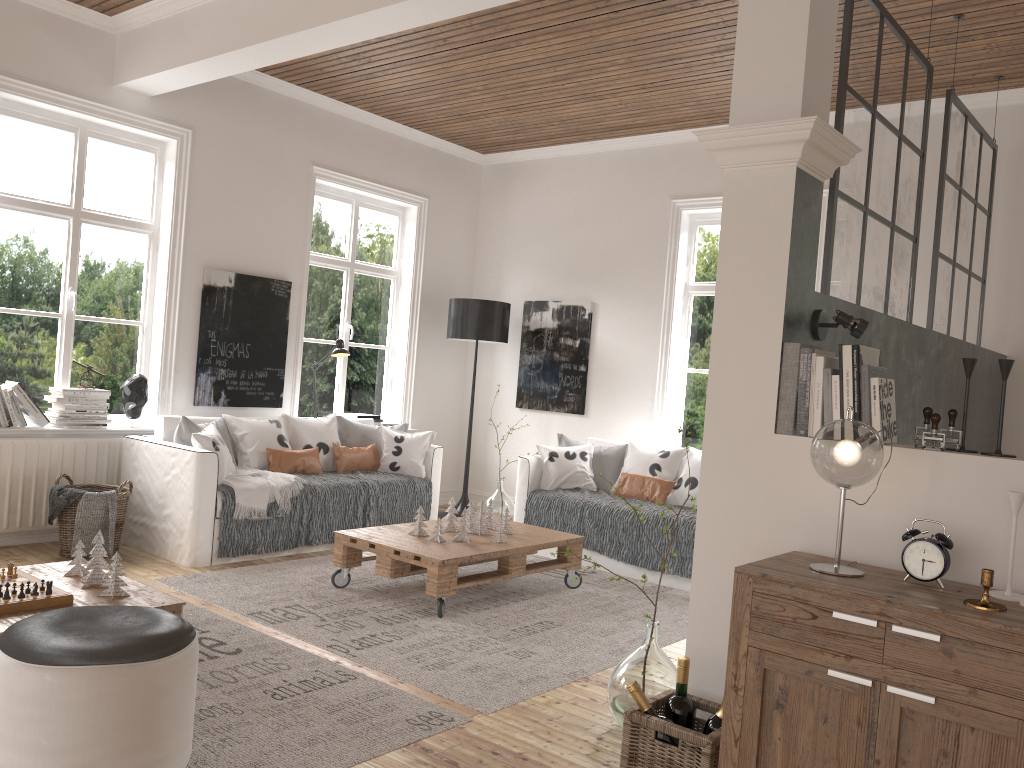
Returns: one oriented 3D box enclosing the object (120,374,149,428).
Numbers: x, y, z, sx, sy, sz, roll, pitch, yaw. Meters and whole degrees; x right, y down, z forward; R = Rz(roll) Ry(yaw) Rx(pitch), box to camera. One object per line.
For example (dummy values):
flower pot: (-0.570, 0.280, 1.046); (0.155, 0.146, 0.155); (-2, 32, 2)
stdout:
object: (-2.376, 0.104, 5.570); (0.171, 0.340, 0.177); (4, 1, -15)

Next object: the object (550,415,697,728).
object: (0.381, 0.644, 3.083); (0.515, 1.117, 0.275); (5, 1, 6)

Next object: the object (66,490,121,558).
object: (-2.338, 0.750, 4.933); (0.290, 0.356, 0.349); (4, 1, -22)

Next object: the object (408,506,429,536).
object: (-0.486, 0.722, 4.694); (0.088, 0.161, 0.093); (4, 1, -42)

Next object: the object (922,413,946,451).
object: (1.147, 0.130, 2.408); (0.058, 0.102, 0.032); (5, 1, 34)

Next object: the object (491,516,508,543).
object: (-0.064, 0.765, 4.686); (0.073, 0.142, 0.072); (4, 1, -43)

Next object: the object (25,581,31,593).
object: (-1.625, 0.680, 2.978); (0.017, 0.037, 0.017); (4, 1, -32)

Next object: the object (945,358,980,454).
object: (1.255, 0.059, 2.451); (0.085, 0.259, 0.085); (4, 1, -10)

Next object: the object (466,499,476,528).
object: (-0.234, 0.736, 5.040); (0.090, 0.164, 0.095); (4, 1, -44)

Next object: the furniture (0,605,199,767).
furniture: (-1.143, 0.862, 2.439); (0.518, 0.430, 0.518); (5, 1, 42)

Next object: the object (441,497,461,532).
object: (-0.335, 0.715, 4.899); (0.112, 0.193, 0.106); (4, 1, -23)

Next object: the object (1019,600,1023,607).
object: (1.241, 0.393, 2.064); (0.084, 0.256, 0.084); (5, 1, 17)

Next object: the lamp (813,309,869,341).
lamp: (1.048, -0.184, 2.806); (0.156, 0.101, 0.101); (5, 1, 39)

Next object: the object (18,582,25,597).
object: (-1.614, 0.677, 2.921); (0.022, 0.047, 0.022); (4, 1, -19)

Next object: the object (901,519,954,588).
object: (1.039, 0.422, 2.224); (0.120, 0.165, 0.050); (5, 1, 39)

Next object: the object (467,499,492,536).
object: (-0.170, 0.728, 4.878); (0.113, 0.195, 0.107); (4, 1, -44)

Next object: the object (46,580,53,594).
object: (-1.559, 0.684, 2.987); (0.019, 0.040, 0.019); (4, 1, -17)

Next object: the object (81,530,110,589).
object: (-1.517, 0.635, 3.258); (0.111, 0.204, 0.118); (4, 1, -27)

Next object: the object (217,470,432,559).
object: (-1.316, 0.783, 5.750); (0.651, 0.423, 1.680); (5, 1, 39)

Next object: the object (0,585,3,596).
object: (-1.679, 0.677, 2.911); (0.017, 0.037, 0.017); (4, 1, -32)

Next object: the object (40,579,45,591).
object: (-1.595, 0.682, 3.014); (0.017, 0.037, 0.017); (4, 1, -32)

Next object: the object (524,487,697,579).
object: (0.930, 0.922, 5.654); (1.704, 0.390, 0.656); (5, 1, 39)

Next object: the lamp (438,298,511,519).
lamp: (-0.327, 0.208, 7.196); (0.499, 1.754, 0.499); (5, 1, 36)

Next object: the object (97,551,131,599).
object: (-1.398, 0.668, 3.127); (0.082, 0.160, 0.082); (5, 1, 28)

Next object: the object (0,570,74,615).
object: (-1.779, 0.705, 2.965); (0.429, 0.036, 0.429); (5, 1, 39)

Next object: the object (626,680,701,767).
object: (0.452, 1.027, 2.512); (0.284, 0.332, 0.095); (5, 1, 18)

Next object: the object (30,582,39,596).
object: (-1.589, 0.680, 2.954); (0.026, 0.044, 0.026); (4, 1, -6)

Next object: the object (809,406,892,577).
object: (0.922, 0.593, 2.371); (0.395, 1.062, 0.180); (4, 1, -36)

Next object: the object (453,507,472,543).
object: (-0.255, 0.732, 4.647); (0.097, 0.178, 0.103); (5, 1, 2)

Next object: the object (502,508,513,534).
object: (-0.033, 0.761, 4.961); (0.075, 0.147, 0.075); (4, 1, -19)

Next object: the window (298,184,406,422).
window: (-1.291, -0.571, 7.048); (0.120, 1.872, 1.055); (5, 1, 39)

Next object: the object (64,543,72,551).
object: (-2.365, 0.848, 4.980); (0.280, 0.186, 0.291); (5, 1, 25)

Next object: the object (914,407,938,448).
object: (1.160, 0.122, 2.482); (0.058, 0.117, 0.032); (5, 1, 13)

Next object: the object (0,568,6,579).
object: (-1.788, 0.666, 3.117); (0.017, 0.037, 0.017); (4, 1, -32)

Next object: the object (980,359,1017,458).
object: (1.310, 0.064, 2.370); (0.085, 0.259, 0.085); (4, 1, -10)

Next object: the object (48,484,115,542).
object: (-2.391, 0.729, 4.911); (0.303, 0.332, 0.367); (5, 1, 30)

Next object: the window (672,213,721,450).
window: (1.691, -0.325, 6.442); (1.055, 1.872, 0.120); (5, 1, 39)

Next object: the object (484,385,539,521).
object: (0.026, 0.570, 6.892); (0.515, 1.117, 0.275); (4, 1, -34)

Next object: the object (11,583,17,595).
object: (-1.652, 0.679, 2.944); (0.017, 0.037, 0.017); (4, 1, -32)

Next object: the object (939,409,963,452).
object: (1.202, 0.126, 2.426); (0.032, 0.117, 0.058); (4, 1, -40)

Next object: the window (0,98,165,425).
window: (-2.654, -0.659, 5.365); (0.120, 1.872, 1.055); (5, 1, 39)

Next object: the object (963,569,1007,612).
object: (1.087, 0.467, 2.031); (0.088, 0.085, 0.088); (5, 1, 44)

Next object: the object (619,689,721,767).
object: (0.499, 1.076, 2.545); (0.276, 0.270, 0.276); (5, 1, 39)

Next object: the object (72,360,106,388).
object: (-2.549, -0.058, 5.341); (0.177, 0.161, 0.092); (5, 1, 7)

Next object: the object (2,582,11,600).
object: (-1.642, 0.671, 2.885); (0.025, 0.055, 0.025); (4, 1, -19)

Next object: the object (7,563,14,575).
object: (-1.798, 0.663, 3.179); (0.019, 0.040, 0.019); (4, 1, -17)

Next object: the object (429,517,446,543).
object: (-0.381, 0.750, 4.580); (0.068, 0.124, 0.072); (5, 1, 24)

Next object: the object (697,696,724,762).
object: (0.585, 1.023, 2.564); (0.127, 0.361, 0.094); (5, 1, 39)

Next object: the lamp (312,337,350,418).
lamp: (-1.379, -0.012, 6.636); (0.439, 0.703, 0.196); (5, 1, 39)

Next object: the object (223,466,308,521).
object: (-1.591, 0.630, 5.412); (0.729, 0.255, 0.588); (5, 1, 43)

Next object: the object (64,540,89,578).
object: (-1.645, 0.657, 3.370); (0.079, 0.137, 0.075); (5, 1, -2)

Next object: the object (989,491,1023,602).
object: (1.213, 0.390, 2.147); (0.084, 0.256, 0.084); (5, 1, 17)

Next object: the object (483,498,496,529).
object: (-0.126, 0.738, 5.084); (0.090, 0.176, 0.090); (5, 1, 1)

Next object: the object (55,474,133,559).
object: (-2.355, 0.736, 4.973); (0.393, 0.432, 0.393); (4, 1, -29)

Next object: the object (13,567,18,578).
object: (-1.764, 0.668, 3.150); (0.017, 0.037, 0.017); (4, 1, -32)
